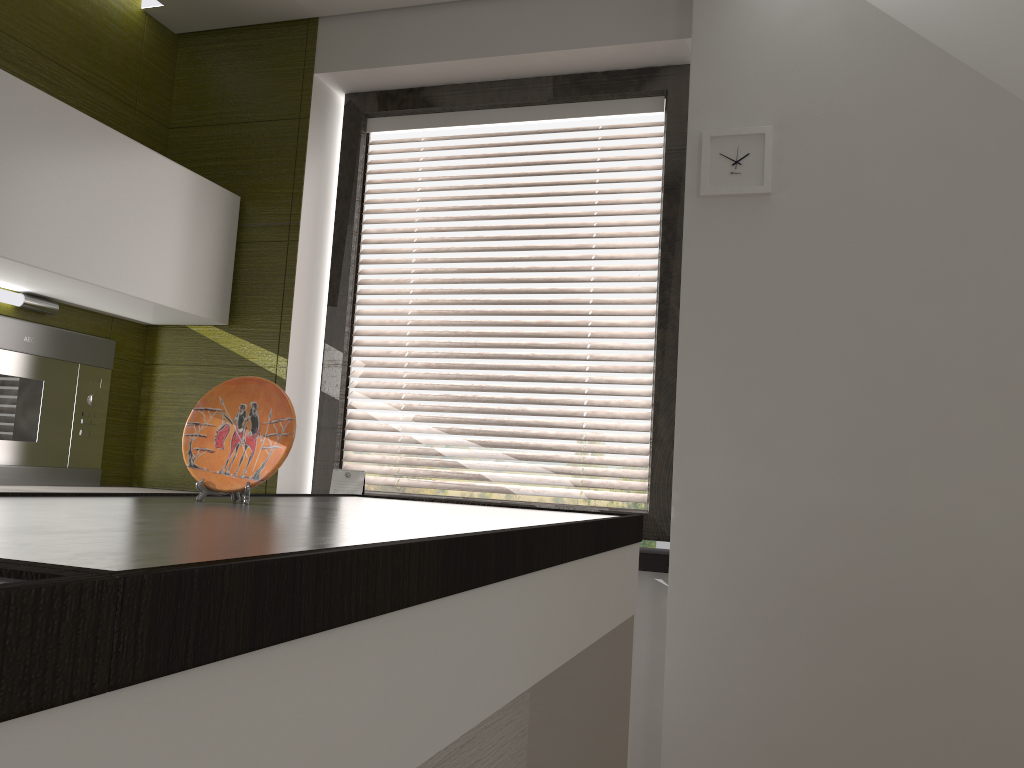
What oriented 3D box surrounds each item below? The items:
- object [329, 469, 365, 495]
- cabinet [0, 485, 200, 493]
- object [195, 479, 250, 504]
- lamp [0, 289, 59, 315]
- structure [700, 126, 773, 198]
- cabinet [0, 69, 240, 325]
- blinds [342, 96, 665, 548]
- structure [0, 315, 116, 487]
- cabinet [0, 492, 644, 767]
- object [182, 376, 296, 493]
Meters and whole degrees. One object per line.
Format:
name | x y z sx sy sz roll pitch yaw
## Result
object | -0.509 0.350 2.729 0.106 0.169 0.057 2 -6 13
cabinet | -1.545 0.710 1.425 0.465 1.086 2.940 2 -6 18
object | -0.413 0.112 1.330 0.088 0.131 0.072 2 -6 13
lamp | -1.434 -0.264 2.266 0.095 0.041 0.716 2 -6 18
structure | 0.592 -0.584 2.338 0.180 0.180 0.026 2 -6 18
cabinet | -1.713 0.177 1.266 0.724 2.089 3.471 2 -6 18
blinds | -1.721 -2.488 6.806 16.000 12.704 9.030 7 -7 -32
structure | -1.395 0.056 2.521 0.015 0.469 0.663 2 -6 18
cabinet | -0.535 0.645 0.460 0.663 1.134 2.947 2 -6 18
object | -0.411 0.074 1.335 0.184 0.178 0.055 2 -6 15
